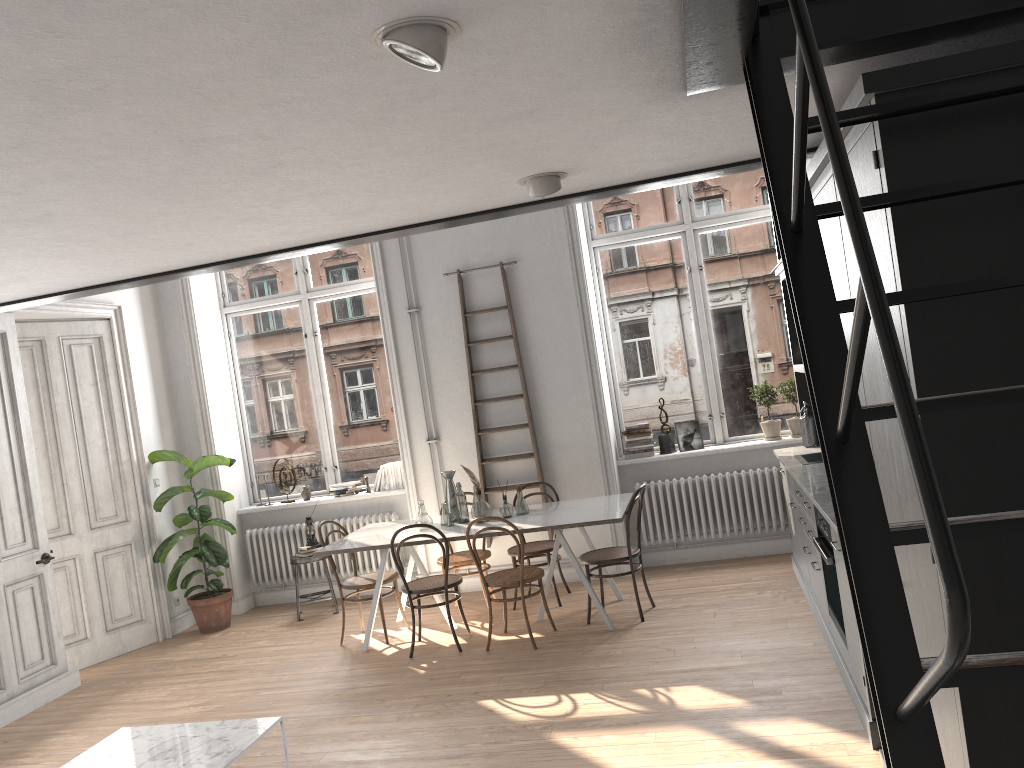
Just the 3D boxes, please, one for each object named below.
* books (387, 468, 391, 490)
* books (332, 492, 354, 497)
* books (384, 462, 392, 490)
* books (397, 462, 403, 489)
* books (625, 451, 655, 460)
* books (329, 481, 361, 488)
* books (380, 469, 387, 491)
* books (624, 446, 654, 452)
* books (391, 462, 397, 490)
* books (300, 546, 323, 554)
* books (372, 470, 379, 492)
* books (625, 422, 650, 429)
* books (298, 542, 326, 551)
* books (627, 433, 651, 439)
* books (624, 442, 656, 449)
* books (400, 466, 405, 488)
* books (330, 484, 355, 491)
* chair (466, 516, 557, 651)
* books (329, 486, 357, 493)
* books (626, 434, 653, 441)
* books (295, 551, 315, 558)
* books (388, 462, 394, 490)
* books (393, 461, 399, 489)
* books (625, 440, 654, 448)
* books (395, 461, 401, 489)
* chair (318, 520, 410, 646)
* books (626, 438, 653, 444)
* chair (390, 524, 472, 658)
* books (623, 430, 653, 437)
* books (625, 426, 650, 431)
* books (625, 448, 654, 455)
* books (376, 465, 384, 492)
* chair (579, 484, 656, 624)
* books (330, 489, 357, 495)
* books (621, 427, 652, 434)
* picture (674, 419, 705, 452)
[{"bbox_3d":[-1.116,0.876,8.273,0.020,0.205,0.155,-8,0,12],"label":"books"},{"bbox_3d":[-1.591,1.039,8.368,0.147,0.023,0.221,-9,0,-29],"label":"books"},{"bbox_3d":[-1.140,0.861,8.299,0.024,0.243,0.175,-8,0,12],"label":"books"},{"bbox_3d":[-1.016,0.842,8.249,0.019,0.244,0.174,-8,0,12],"label":"books"},{"bbox_3d":[1.120,0.617,7.769,0.248,0.043,0.192,-8,0,12],"label":"books"},{"bbox_3d":[-1.574,0.945,8.364,0.244,0.019,0.174,-8,0,22],"label":"books"},{"bbox_3d":[-1.187,0.887,8.289,0.072,0.203,0.155,-8,0,12],"label":"books"},{"bbox_3d":[1.113,0.562,7.767,0.249,0.023,0.175,-8,0,13],"label":"books"},{"bbox_3d":[-1.077,0.851,8.262,0.019,0.244,0.174,-8,0,12],"label":"books"},{"bbox_3d":[-1.761,1.461,7.858,0.232,0.029,0.163,-8,0,-17],"label":"books"},{"bbox_3d":[-1.249,0.900,8.305,0.105,0.194,0.155,-8,0,11],"label":"books"},{"bbox_3d":[1.097,0.367,7.784,0.201,0.024,0.159,-8,0,2],"label":"books"},{"bbox_3d":[-1.763,1.439,7.858,0.147,0.027,0.221,-8,0,44],"label":"books"},{"bbox_3d":[1.113,0.451,7.774,0.205,0.022,0.155,-8,0,7],"label":"books"},{"bbox_3d":[1.123,0.541,7.779,0.255,0.014,0.192,-8,0,15],"label":"books"},{"bbox_3d":[-0.991,0.858,8.246,0.020,0.205,0.155,-8,0,12],"label":"books"},{"bbox_3d":[-1.593,0.974,8.348,0.205,0.020,0.155,-8,0,2],"label":"books"},{"bbox_3d":[-0.018,1.311,6.064,0.438,0.921,0.549,-8,1,23],"label":"chair"},{"bbox_3d":[-1.590,0.994,8.361,0.221,0.023,0.147,-8,0,28],"label":"books"},{"bbox_3d":[1.121,0.472,7.780,0.222,0.024,0.158,-8,0,12],"label":"books"},{"bbox_3d":[-1.769,1.489,7.858,0.246,0.034,0.194,-9,0,-38],"label":"books"},{"bbox_3d":[-1.100,0.855,8.258,0.024,0.243,0.175,-8,0,12],"label":"books"},{"bbox_3d":[-1.054,0.848,8.275,0.019,0.244,0.174,-8,0,12],"label":"books"},{"bbox_3d":[1.119,0.520,7.781,0.245,0.028,0.193,-8,0,7],"label":"books"},{"bbox_3d":[-1.032,0.845,8.275,0.024,0.243,0.175,-8,0,12],"label":"books"},{"bbox_3d":[-1.134,1.475,6.760,0.549,0.921,0.437,-8,1,20],"label":"chair"},{"bbox_3d":[1.120,0.495,7.775,0.205,0.022,0.155,-8,0,26],"label":"books"},{"bbox_3d":[-0.576,1.393,6.221,0.438,0.921,0.549,-8,0,8],"label":"chair"},{"bbox_3d":[1.105,0.431,7.776,0.244,0.019,0.174,-8,0,12],"label":"books"},{"bbox_3d":[1.104,0.388,7.774,0.205,0.020,0.155,-8,0,12],"label":"books"},{"bbox_3d":[1.117,0.585,7.767,0.249,0.023,0.175,-8,0,8],"label":"books"},{"bbox_3d":[-1.214,0.875,8.292,0.100,0.235,0.174,-8,0,12],"label":"books"},{"bbox_3d":[0.746,1.197,6.332,0.549,0.921,0.437,-8,1,25],"label":"chair"},{"bbox_3d":[-1.589,1.016,8.363,0.205,0.022,0.155,-8,0,32],"label":"books"},{"bbox_3d":[1.094,0.411,7.777,0.231,0.023,0.162,-8,0,28],"label":"books"},{"bbox_3d":[1.535,0.451,7.734,0.221,0.264,0.149,-8,0,-4],"label":"picture"}]
